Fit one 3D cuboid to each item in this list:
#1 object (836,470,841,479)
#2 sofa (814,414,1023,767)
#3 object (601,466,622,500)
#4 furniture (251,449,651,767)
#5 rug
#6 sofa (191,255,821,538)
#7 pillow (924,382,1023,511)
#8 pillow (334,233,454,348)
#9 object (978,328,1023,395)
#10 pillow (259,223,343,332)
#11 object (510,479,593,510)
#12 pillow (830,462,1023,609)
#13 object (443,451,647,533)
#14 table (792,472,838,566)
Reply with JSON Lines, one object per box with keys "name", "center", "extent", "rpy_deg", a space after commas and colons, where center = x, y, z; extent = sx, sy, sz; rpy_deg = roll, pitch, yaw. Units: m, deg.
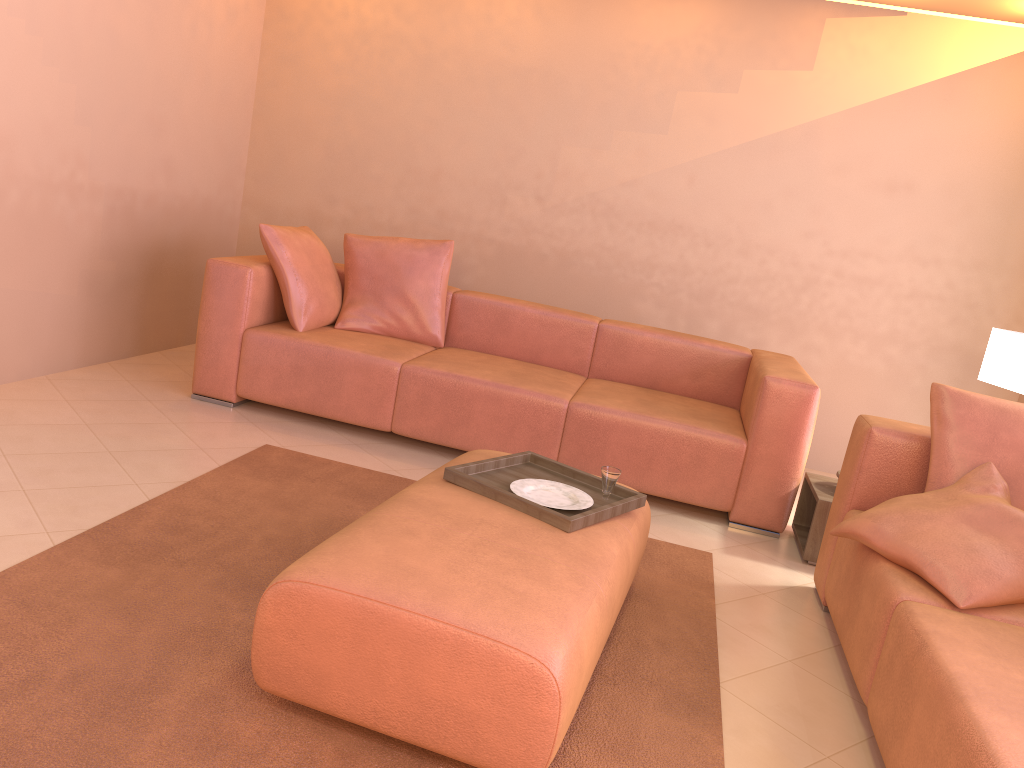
{"name": "object", "center": [1.405, 0.414, 3.527], "extent": [0.235, 0.071, 0.235], "rpy_deg": [11, 11, 2]}
{"name": "sofa", "center": [1.311, 0.720, 1.760], "extent": [0.943, 0.672, 2.781], "rpy_deg": [12, 11, 9]}
{"name": "object", "center": [0.282, 0.293, 2.598], "extent": [0.061, 0.091, 0.061], "rpy_deg": [9, 11, -6]}
{"name": "furniture", "center": [-0.046, 0.483, 2.369], "extent": [0.685, 0.301, 1.291], "rpy_deg": [14, 12, 14]}
{"name": "rug", "center": [-0.388, 0.653, 2.228], "extent": [1.833, 0.005, 2.626], "rpy_deg": [12, 11, 9]}
{"name": "sofa", "center": [-0.038, -0.042, 4.274], "extent": [2.781, 0.672, 0.943], "rpy_deg": [12, 11, 9]}
{"name": "pillow", "center": [1.536, 0.289, 2.720], "extent": [0.519, 0.455, 0.314], "rpy_deg": [12, 11, 6]}
{"name": "pillow", "center": [-0.591, -0.503, 4.460], "extent": [0.582, 0.528, 0.302], "rpy_deg": [9, 11, -7]}
{"name": "object", "center": [2.010, 0.173, 3.406], "extent": [0.344, 0.799, 0.344], "rpy_deg": [8, 12, -12]}
{"name": "pillow", "center": [-1.006, -0.515, 4.348], "extent": [0.335, 0.486, 0.554], "rpy_deg": [12, 11, 6]}
{"name": "object", "center": [0.111, 0.317, 2.503], "extent": [0.240, 0.018, 0.240], "rpy_deg": [5, 13, -26]}
{"name": "pillow", "center": [1.258, 0.390, 2.440], "extent": [0.514, 0.292, 0.517], "rpy_deg": [6, 12, -21]}
{"name": "object", "center": [0.101, 0.299, 2.567], "extent": [0.436, 0.034, 0.421], "rpy_deg": [18, 14, 34]}
{"name": "table", "center": [1.625, 0.632, 3.522], "extent": [0.918, 0.268, 0.412], "rpy_deg": [12, 11, 9]}
